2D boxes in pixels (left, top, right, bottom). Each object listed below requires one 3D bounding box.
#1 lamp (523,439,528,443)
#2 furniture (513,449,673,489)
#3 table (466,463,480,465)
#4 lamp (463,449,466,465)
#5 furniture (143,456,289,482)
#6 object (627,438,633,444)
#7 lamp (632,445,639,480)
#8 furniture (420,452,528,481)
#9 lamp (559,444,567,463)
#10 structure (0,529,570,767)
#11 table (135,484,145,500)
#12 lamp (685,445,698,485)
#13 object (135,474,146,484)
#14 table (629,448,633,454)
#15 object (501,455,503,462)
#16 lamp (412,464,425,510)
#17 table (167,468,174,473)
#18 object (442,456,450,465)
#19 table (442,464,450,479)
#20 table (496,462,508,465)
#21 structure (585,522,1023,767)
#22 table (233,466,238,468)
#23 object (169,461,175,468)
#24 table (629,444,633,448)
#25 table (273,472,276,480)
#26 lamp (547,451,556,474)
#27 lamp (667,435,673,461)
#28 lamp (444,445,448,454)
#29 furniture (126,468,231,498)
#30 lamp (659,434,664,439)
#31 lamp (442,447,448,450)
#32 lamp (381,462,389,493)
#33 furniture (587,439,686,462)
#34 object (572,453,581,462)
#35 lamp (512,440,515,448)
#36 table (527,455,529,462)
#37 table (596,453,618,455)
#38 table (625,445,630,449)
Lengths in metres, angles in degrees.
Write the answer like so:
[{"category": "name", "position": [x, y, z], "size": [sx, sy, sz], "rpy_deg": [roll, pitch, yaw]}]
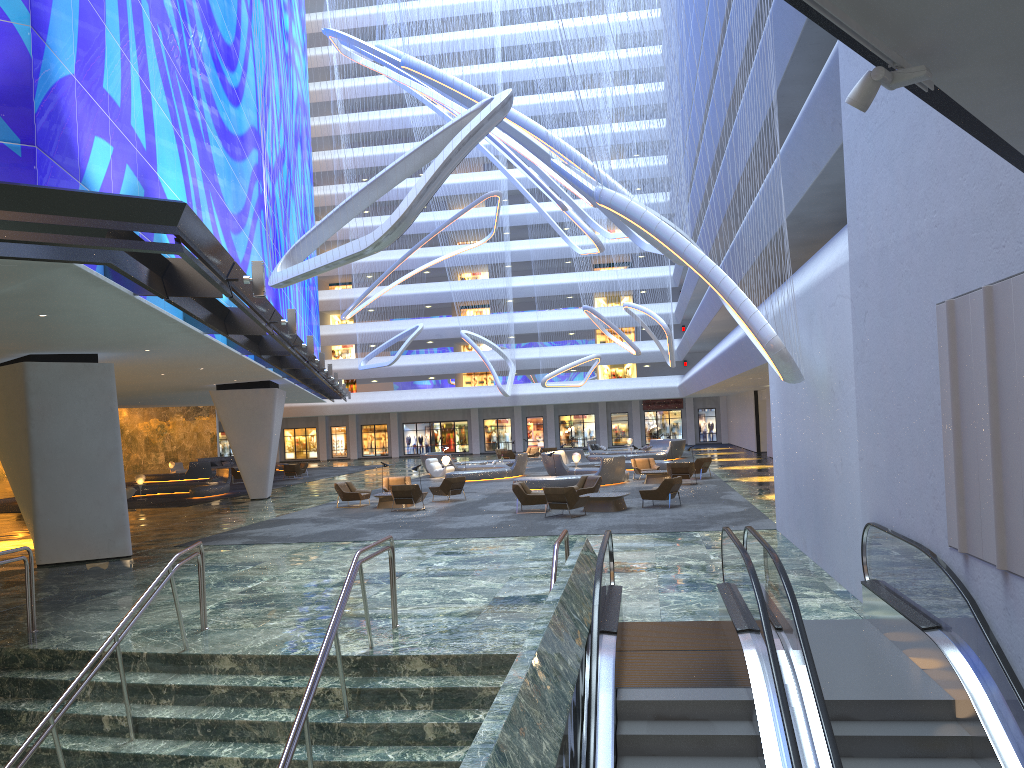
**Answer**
[{"category": "lamp", "position": [0.813, 3.894, 52.628], "size": [0.384, 1.300, 0.202], "rpy_deg": [-2, -1, -30]}, {"category": "furniture", "position": [2.816, 3.191, 34.633], "size": [5.189, 0.969, 9.926], "rpy_deg": [-4, -3, 25]}, {"category": "table", "position": [-1.912, 4.086, 43.286], "size": [0.674, 0.406, 0.671], "rpy_deg": [-4, -2, 28]}, {"category": "lamp", "position": [-2.019, 3.440, 38.382], "size": [0.202, 1.300, 0.384], "rpy_deg": [-3, -1, -16]}, {"category": "furniture", "position": [-17.738, 4.906, 52.391], "size": [5.189, 0.969, 9.926], "rpy_deg": [-4, -3, 25]}, {"category": "object", "position": [7.234, 3.516, 54.467], "size": [0.367, 0.387, 0.318], "rpy_deg": [-3, -1, -9]}, {"category": "lamp", "position": [4.536, 2.889, 32.634], "size": [0.202, 1.300, 0.384], "rpy_deg": [-3, -1, 25]}, {"category": "furniture", "position": [-1.886, 3.680, 41.068], "size": [5.185, 0.969, 9.934], "rpy_deg": [-3, -2, 0]}, {"category": "lamp", "position": [2.256, 3.236, 38.385], "size": [0.384, 1.300, 0.202], "rpy_deg": [-3, -1, 26]}, {"category": "structure", "position": [-5.036, 5.768, 1.192], "size": [9.306, 8.396, 19.742], "rpy_deg": [-3, -2, 8]}, {"category": "table", "position": [-14.538, 4.223, 34.731], "size": [0.428, 0.595, 0.418], "rpy_deg": [-3, -1, 7]}, {"category": "lamp", "position": [5.953, 2.689, 29.431], "size": [0.384, 1.300, 0.202], "rpy_deg": [-3, -1, 26]}, {"category": "object", "position": [-14.585, 3.736, 34.780], "size": [0.318, 0.387, 0.367], "rpy_deg": [-3, -1, 15]}, {"category": "table", "position": [6.518, 3.784, 48.427], "size": [0.418, 0.595, 0.428], "rpy_deg": [-3, -1, 5]}, {"category": "object", "position": [-0.487, 3.645, 43.467], "size": [0.066, 0.355, 0.076], "rpy_deg": [-3, -1, -25]}, {"category": "lamp", "position": [-2.640, 2.917, 25.014], "size": [0.384, 1.300, 0.202], "rpy_deg": [-3, -1, 26]}, {"category": "table", "position": [-19.554, 5.130, 50.856], "size": [0.418, 0.595, 0.428], "rpy_deg": [-3, -1, 7]}, {"category": "object", "position": [-2.896, 3.350, 38.951], "size": [0.367, 0.387, 0.318], "rpy_deg": [-3, -1, -9]}, {"category": "table", "position": [-2.904, 3.840, 38.908], "size": [0.418, 0.595, 0.428], "rpy_deg": [-2, -1, -18]}, {"category": "table", "position": [-0.399, 4.016, 43.343], "size": [0.673, 0.406, 0.672], "rpy_deg": [-2, -2, -30]}, {"category": "structure", "position": [1.384, 5.408, 0.694], "size": [3.017, 8.235, 19.838], "rpy_deg": [-3, -2, 8]}, {"category": "table", "position": [-16.806, 5.258, 54.407], "size": [0.670, 0.406, 0.674], "rpy_deg": [-1, -2, -37]}, {"category": "object", "position": [-19.532, 4.639, 50.883], "size": [0.367, 0.387, 0.318], "rpy_deg": [-3, -1, 15]}, {"category": "table", "position": [7.226, 4.006, 54.423], "size": [0.418, 0.595, 0.428], "rpy_deg": [-2, -1, -18]}, {"category": "table", "position": [-12.540, 4.656, 44.750], "size": [1.202, 0.392, 1.204], "rpy_deg": [-2, -2, -27]}, {"category": "lamp", "position": [1.389, 2.938, 30.180], "size": [0.384, 1.300, 0.202], "rpy_deg": [-3, -1, 26]}, {"category": "lamp", "position": [7.998, 3.229, 44.845], "size": [0.202, 1.300, 0.384], "rpy_deg": [-2, -1, -32]}, {"category": "lamp", "position": [-3.418, 3.826, 46.090], "size": [0.202, 1.300, 0.384], "rpy_deg": [-2, -1, -38]}, {"category": "furniture", "position": [-16.080, 4.172, 36.559], "size": [9.934, 0.969, 5.185], "rpy_deg": [-4, -3, 25]}, {"category": "lamp", "position": [8.306, 3.381, 48.892], "size": [0.384, 1.300, 0.202], "rpy_deg": [-3, 0, 8]}, {"category": "lamp", "position": [-3.329, 3.722, 43.678], "size": [0.384, 1.300, 0.202], "rpy_deg": [-3, 0, 1]}, {"category": "lamp", "position": [-4.056, 3.117, 28.218], "size": [0.202, 1.300, 0.384], "rpy_deg": [-3, -1, 25]}, {"category": "furniture", "position": [6.792, 3.603, 49.245], "size": [5.186, 0.969, 9.933], "rpy_deg": [-3, -2, 5]}, {"category": "object", "position": [2.601, 2.951, 35.645], "size": [0.367, 0.387, 0.318], "rpy_deg": [-3, -1, 15]}, {"category": "lamp", "position": [0.128, 3.785, 49.191], "size": [0.202, 1.300, 0.384], "rpy_deg": [-2, -1, -29]}, {"category": "table", "position": [0.293, 4.297, 50.906], "size": [1.204, 0.392, 1.202], "rpy_deg": [-5, -3, 44]}, {"category": "table", "position": [5.123, 3.931, 47.636], "size": [1.203, 0.392, 1.204], "rpy_deg": [-3, -2, 9]}, {"category": "table", "position": [7.011, 3.956, 53.173], "size": [0.417, 0.595, 0.428], "rpy_deg": [-2, -1, -38]}]
